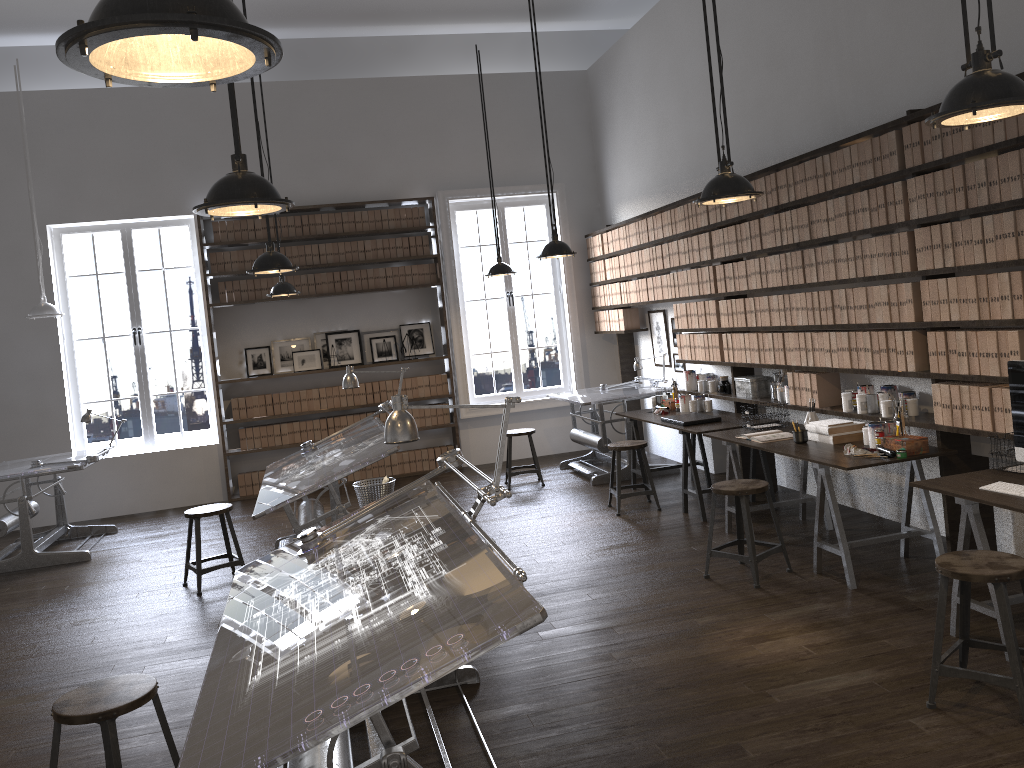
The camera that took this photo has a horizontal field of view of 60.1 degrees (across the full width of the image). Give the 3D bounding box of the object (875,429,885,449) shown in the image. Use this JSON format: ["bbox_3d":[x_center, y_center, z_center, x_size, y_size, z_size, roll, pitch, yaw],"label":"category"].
[{"bbox_3d":[2.020,0.307,4.858,0.049,0.112,0.049,-6,2,-9],"label":"object"}]

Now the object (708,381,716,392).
[{"bbox_3d":[1.693,0.021,7.479,0.062,0.094,0.062,-7,2,-27],"label":"object"}]

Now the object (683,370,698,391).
[{"bbox_3d":[1.573,-0.032,7.806,0.108,0.176,0.107,-6,2,-11],"label":"object"}]

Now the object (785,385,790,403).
[{"bbox_3d":[1.977,0.070,6.245,0.094,0.128,0.095,-6,2,-6],"label":"object"}]

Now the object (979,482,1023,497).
[{"bbox_3d":[2.111,0.442,3.583,0.119,0.017,0.439,-7,4,-17],"label":"object"}]

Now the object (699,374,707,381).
[{"bbox_3d":[1.670,-0.018,7.722,0.070,0.130,0.070,-5,2,25],"label":"object"}]

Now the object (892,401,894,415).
[{"bbox_3d":[2.241,0.144,5.193,0.054,0.081,0.054,-7,2,-23],"label":"object"}]

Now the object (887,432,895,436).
[{"bbox_3d":[2.090,0.313,4.848,0.059,0.088,0.060,-6,2,-8],"label":"object"}]

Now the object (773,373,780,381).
[{"bbox_3d":[2.002,0.011,6.637,0.079,0.188,0.078,-7,2,-34],"label":"object"}]

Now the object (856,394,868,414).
[{"bbox_3d":[2.126,0.121,5.377,0.062,0.119,0.061,-8,3,-45],"label":"object"}]

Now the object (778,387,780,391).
[{"bbox_3d":[1.920,0.070,6.333,0.004,0.103,0.035,-6,2,-17],"label":"object"}]

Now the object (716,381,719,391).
[{"bbox_3d":[1.742,0.021,7.553,0.054,0.080,0.054,-5,2,14],"label":"object"}]

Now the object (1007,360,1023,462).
[{"bbox_3d":[2.333,0.165,3.620,0.204,0.517,0.644,-6,3,-13],"label":"object"}]

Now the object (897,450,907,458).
[{"bbox_3d":[2.020,0.362,4.590,0.049,0.037,0.049,-6,3,-9],"label":"object"}]

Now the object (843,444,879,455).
[{"bbox_3d":[1.883,0.357,4.807,0.132,0.050,0.197,-9,5,-42],"label":"object"}]

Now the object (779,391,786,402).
[{"bbox_3d":[2.000,0.079,6.324,0.181,0.093,0.062,-6,2,1],"label":"object"}]

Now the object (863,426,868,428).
[{"bbox_3d":[2.061,0.290,5.105,0.063,0.093,0.063,-5,2,28],"label":"object"}]

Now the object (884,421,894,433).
[{"bbox_3d":[2.135,0.277,5.002,0.094,0.128,0.095,-7,2,-17],"label":"object"}]

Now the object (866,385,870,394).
[{"bbox_3d":[2.184,0.088,5.399,0.029,0.168,0.004,-6,1,9],"label":"object"}]

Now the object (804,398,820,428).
[{"bbox_3d":[1.946,0.201,5.752,0.101,0.209,0.102,-5,2,32],"label":"object"}]

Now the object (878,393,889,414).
[{"bbox_3d":[2.220,0.119,5.278,0.062,0.119,0.061,-8,3,-45],"label":"object"}]

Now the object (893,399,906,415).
[{"bbox_3d":[2.236,0.140,5.108,0.062,0.094,0.063,-5,2,19],"label":"object"}]

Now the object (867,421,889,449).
[{"bbox_3d":[2.042,0.286,4.931,0.104,0.141,0.105,-6,2,-5],"label":"object"}]

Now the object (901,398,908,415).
[{"bbox_3d":[2.280,0.132,5.145,0.045,0.102,0.044,-7,2,-22],"label":"object"}]

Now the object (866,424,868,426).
[{"bbox_3d":[2.097,0.282,5.162,0.061,0.094,0.062,-5,2,28],"label":"object"}]

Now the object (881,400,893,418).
[{"bbox_3d":[2.175,0.144,5.135,0.062,0.095,0.062,-5,2,19],"label":"object"}]

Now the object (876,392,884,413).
[{"bbox_3d":[2.224,0.113,5.340,0.045,0.127,0.044,-6,2,5],"label":"object"}]

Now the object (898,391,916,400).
[{"bbox_3d":[2.324,0.111,5.198,0.095,0.129,0.094,-7,3,-26],"label":"object"}]

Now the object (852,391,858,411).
[{"bbox_3d":[2.150,0.107,5.532,0.044,0.127,0.045,-6,2,-13],"label":"object"}]

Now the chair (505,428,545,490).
[{"bbox_3d":[0.094,0.707,8.423,0.358,0.527,0.372,-6,2,-5],"label":"chair"}]

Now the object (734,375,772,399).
[{"bbox_3d":[1.865,0.021,6.845,0.193,0.152,0.317,-7,4,-13],"label":"object"}]

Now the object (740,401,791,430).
[{"bbox_3d":[1.743,0.221,6.086,0.284,0.160,0.204,-7,3,-13],"label":"object"}]

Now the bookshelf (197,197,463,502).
[{"bbox_3d":[-1.905,-0.063,9.633,2.476,3.719,0.412,-6,1,-13],"label":"bookshelf"}]

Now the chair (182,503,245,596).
[{"bbox_3d":[-2.031,1.106,6.015,0.373,0.527,0.358,-7,3,-35],"label":"chair"}]

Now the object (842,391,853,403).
[{"bbox_3d":[2.120,0.107,5.581,0.063,0.118,0.063,-5,2,28],"label":"object"}]

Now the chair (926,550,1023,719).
[{"bbox_3d":[1.758,0.917,3.271,0.373,0.527,0.358,-8,3,-45],"label":"chair"}]

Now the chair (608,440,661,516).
[{"bbox_3d":[0.937,0.728,6.967,0.358,0.527,0.372,-6,2,-5],"label":"chair"}]

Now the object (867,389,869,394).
[{"bbox_3d":[2.195,0.096,5.414,0.035,0.130,0.004,-6,1,12],"label":"object"}]

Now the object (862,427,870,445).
[{"bbox_3d":[2.032,0.297,5.042,0.061,0.094,0.062,-4,3,37],"label":"object"}]

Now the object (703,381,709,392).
[{"bbox_3d":[1.657,0.021,7.536,0.063,0.093,0.062,-7,2,-27],"label":"object"}]

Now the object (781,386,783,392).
[{"bbox_3d":[1.937,0.056,6.340,0.008,0.125,0.041,-6,2,-24],"label":"object"}]

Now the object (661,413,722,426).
[{"bbox_3d":[1.369,0.271,6.793,0.312,0.033,0.446,-7,4,-13],"label":"object"}]

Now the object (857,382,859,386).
[{"bbox_3d":[2.192,0.074,5.580,0.009,0.168,0.041,-6,1,-9],"label":"object"}]

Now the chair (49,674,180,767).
[{"bbox_3d":[-1.286,1.262,2.869,0.358,0.527,0.373,-5,2,15],"label":"chair"}]

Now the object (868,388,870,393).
[{"bbox_3d":[2.191,0.087,5.394,0.036,0.148,0.005,-6,1,10],"label":"object"}]

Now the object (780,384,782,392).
[{"bbox_3d":[1.933,0.064,6.343,0.004,0.127,0.028,-6,1,-14],"label":"object"}]

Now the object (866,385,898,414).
[{"bbox_3d":[2.233,0.095,5.355,0.205,0.161,0.094,-7,2,-12],"label":"object"}]

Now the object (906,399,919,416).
[{"bbox_3d":[2.303,0.134,5.088,0.062,0.095,0.062,-5,2,19],"label":"object"}]

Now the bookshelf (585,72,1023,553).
[{"bbox_3d":[2.209,0.066,5.646,0.374,3.201,9.186,-6,4,-13],"label":"bookshelf"}]

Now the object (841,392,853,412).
[{"bbox_3d":[2.090,0.114,5.517,0.061,0.119,0.062,-5,2,37],"label":"object"}]

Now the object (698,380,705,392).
[{"bbox_3d":[1.627,0.019,7.600,0.062,0.094,0.062,-7,2,-27],"label":"object"}]

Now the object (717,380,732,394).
[{"bbox_3d":[1.730,0.025,7.264,0.091,0.108,0.171,-6,3,-13],"label":"object"}]

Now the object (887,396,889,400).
[{"bbox_3d":[2.220,0.122,5.199,0.035,0.104,0.004,-6,1,-15],"label":"object"}]

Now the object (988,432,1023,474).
[{"bbox_3d":[2.328,0.316,3.986,0.204,0.160,0.284,-7,4,-21],"label":"object"}]

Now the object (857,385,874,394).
[{"bbox_3d":[2.193,0.090,5.478,0.094,0.161,0.095,-7,2,-17],"label":"object"}]

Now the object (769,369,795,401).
[{"bbox_3d":[1.954,-0.021,6.480,0.157,0.271,0.181,-7,2,-29],"label":"object"}]

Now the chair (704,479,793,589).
[{"bbox_3d":[1.319,0.832,5.029,0.359,0.527,0.371,-8,3,-40],"label":"chair"}]

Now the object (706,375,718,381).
[{"bbox_3d":[1.731,-0.008,7.638,0.094,0.128,0.095,-5,2,17],"label":"object"}]

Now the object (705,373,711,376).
[{"bbox_3d":[1.717,-0.027,7.787,0.071,0.129,0.071,-5,2,34],"label":"object"}]
